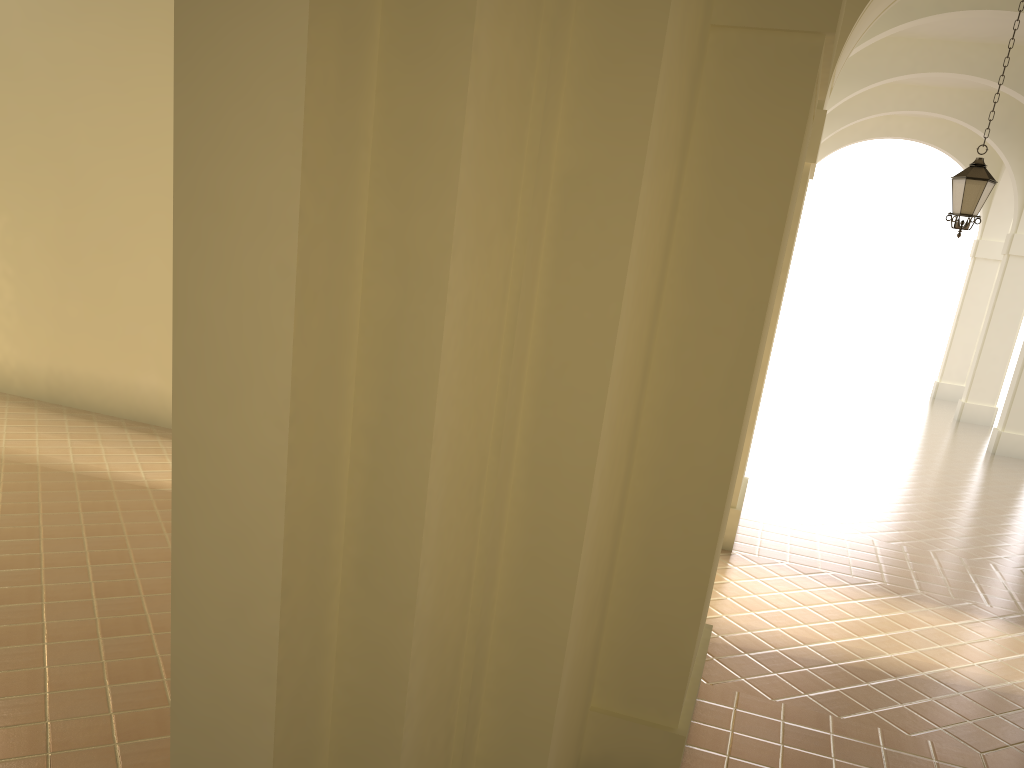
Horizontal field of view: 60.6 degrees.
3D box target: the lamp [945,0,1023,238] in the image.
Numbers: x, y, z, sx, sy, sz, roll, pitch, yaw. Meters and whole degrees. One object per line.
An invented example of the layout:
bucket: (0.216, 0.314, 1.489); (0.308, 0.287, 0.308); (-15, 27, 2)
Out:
lamp: (5.516, -3.370, 9.899); (0.506, 3.462, 0.426); (12, 18, 15)
